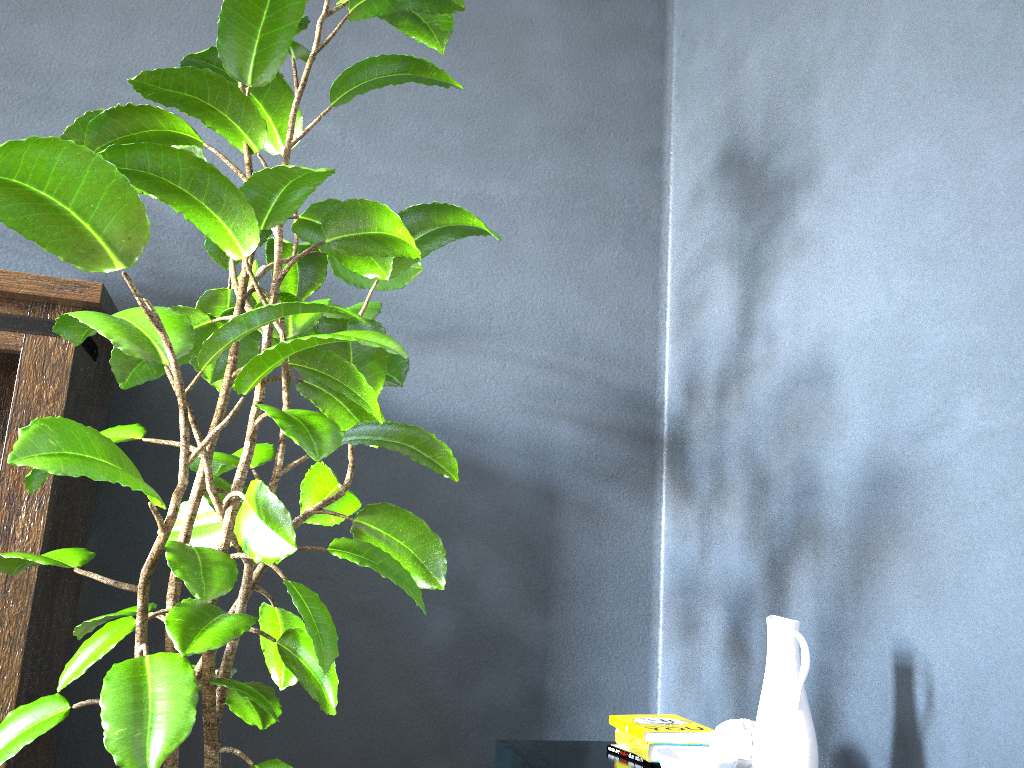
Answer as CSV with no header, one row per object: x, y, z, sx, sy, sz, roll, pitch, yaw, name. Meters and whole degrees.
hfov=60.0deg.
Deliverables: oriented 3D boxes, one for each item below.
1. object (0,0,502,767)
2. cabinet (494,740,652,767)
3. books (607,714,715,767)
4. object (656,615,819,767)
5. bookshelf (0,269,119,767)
-0.406,0.033,1.440,0.764,1.892,1.121,8,-13,-20,object
0.262,0.830,1.403,0.456,0.389,0.652,7,-13,-14,cabinet
0.269,0.641,1.593,0.162,0.065,0.215,8,-13,-19,books
0.347,0.487,1.356,0.229,0.267,0.229,-1,-13,19,object
-1.758,0.323,1.461,1.919,1.168,0.452,7,-13,-14,bookshelf
